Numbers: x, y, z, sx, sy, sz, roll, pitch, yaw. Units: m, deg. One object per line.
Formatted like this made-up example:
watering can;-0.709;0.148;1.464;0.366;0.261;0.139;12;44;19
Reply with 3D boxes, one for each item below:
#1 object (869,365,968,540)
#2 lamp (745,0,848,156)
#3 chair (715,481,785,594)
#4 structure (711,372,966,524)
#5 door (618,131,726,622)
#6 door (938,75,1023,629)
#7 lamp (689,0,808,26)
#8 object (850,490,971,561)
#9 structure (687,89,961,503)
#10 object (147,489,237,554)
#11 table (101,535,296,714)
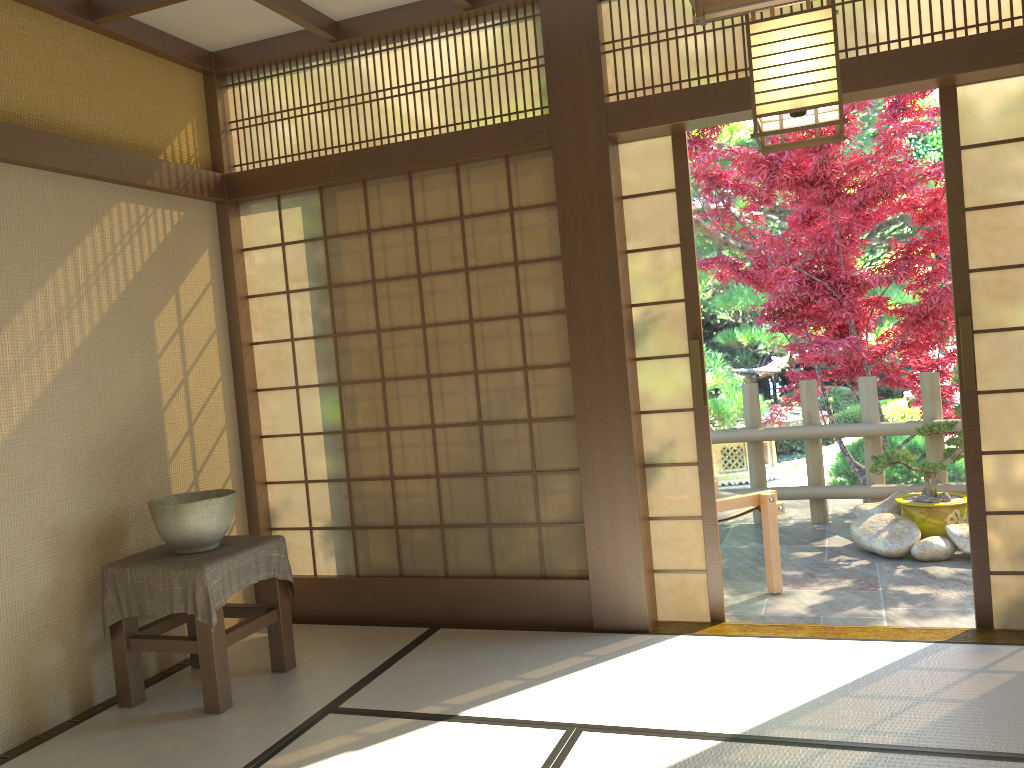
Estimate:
object;2.754;0.295;5.437;0.586;1.362;1.032;-7;3;-43
lamp;0.724;-1.189;2.353;0.240;1.129;0.240;-4;2;21
chair;1.022;0.843;4.946;0.704;0.598;0.698;-6;2;-23
structure;2.951;0.466;6.054;7.456;1.136;0.245;-4;2;21
door;-0.010;0.055;4.339;1.894;2.380;0.073;-4;2;21
door;2.718;-0.148;3.310;1.894;2.380;0.073;-4;2;21
lamp;0.319;-1.111;1.263;0.240;1.129;0.240;-4;2;21
object;2.746;0.850;5.466;1.260;0.276;1.147;-4;2;16
structure;2.376;-0.918;7.057;3.045;4.004;3.412;-7;3;-37
object;-1.340;0.587;3.754;0.358;0.230;0.357;-5;2;-10
table;-1.316;0.994;3.773;0.633;0.595;0.629;-4;2;20
